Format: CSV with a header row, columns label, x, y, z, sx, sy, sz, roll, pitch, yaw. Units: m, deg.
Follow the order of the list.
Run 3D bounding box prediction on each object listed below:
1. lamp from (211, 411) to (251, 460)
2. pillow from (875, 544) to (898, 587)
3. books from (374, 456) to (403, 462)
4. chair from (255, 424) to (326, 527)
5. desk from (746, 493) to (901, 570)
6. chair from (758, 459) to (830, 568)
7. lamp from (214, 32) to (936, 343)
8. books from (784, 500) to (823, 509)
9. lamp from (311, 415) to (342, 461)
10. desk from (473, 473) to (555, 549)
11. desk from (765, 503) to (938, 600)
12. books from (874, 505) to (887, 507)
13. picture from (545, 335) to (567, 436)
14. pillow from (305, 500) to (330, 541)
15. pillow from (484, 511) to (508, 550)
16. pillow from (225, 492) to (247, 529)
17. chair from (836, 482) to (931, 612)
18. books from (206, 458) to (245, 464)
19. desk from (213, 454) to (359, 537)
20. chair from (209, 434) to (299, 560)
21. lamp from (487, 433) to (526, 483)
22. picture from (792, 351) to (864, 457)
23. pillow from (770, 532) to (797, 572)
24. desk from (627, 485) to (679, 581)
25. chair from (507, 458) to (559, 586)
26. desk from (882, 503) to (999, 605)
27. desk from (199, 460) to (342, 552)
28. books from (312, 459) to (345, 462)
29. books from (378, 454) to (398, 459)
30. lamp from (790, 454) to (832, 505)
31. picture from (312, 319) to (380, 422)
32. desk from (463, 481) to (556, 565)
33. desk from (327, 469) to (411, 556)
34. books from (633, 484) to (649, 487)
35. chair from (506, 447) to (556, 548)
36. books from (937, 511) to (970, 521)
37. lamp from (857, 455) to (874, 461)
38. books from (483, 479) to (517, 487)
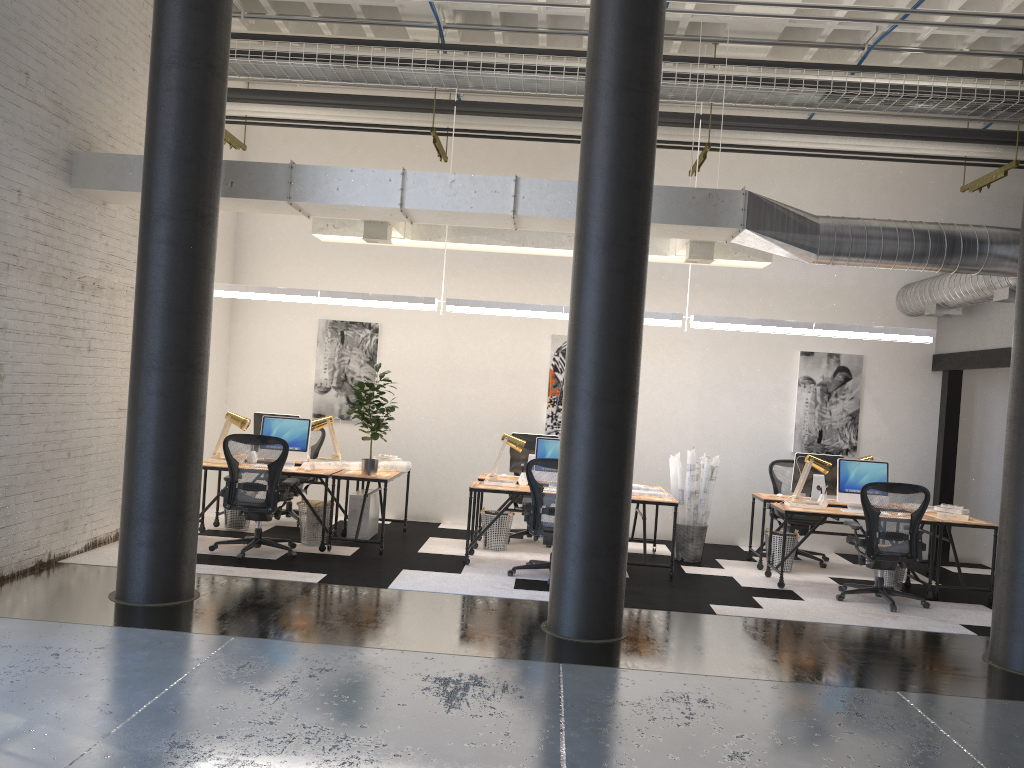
label,x,y,z,sx,sy,sz,roll,pitch,yaw
lamp,-2.718,0.500,8.597,0.344,0.470,0.126,4,1,2
pillow,3.634,1.754,8.602,0.239,0.406,0.119,4,1,3
books,-1.317,0.801,9.426,0.257,0.044,0.193,4,0,20
chair,-2.414,0.985,9.848,0.770,1.086,0.792,4,0,-14
desk,3.211,1.569,9.188,1.401,0.724,0.529,4,0,2
chair,3.149,1.389,9.674,0.770,1.086,0.792,4,0,-14
lamp,0.607,-2.039,8.929,7.301,2.865,0.226,4,1,2
books,2.778,1.152,8.456,0.309,0.038,0.225,4,0,3
lamp,-1.942,0.557,9.268,0.344,0.470,0.126,4,1,3
desk,0.322,1.370,9.269,1.401,0.724,0.529,4,0,2
desk,3.167,1.561,8.342,1.401,0.724,0.529,4,0,2
books,3.653,1.215,9.066,0.309,0.038,0.225,4,0,3
picture,0.794,0.032,10.475,0.731,1.183,0.049,4,1,2
pillow,-1.929,1.350,8.776,0.239,0.406,0.119,4,1,3
pillow,-0.167,1.494,9.013,0.239,0.406,0.119,4,1,3
pillow,-2.840,1.289,9.106,0.239,0.406,0.119,4,1,3
chair,3.254,1.387,7.852,0.770,1.086,0.792,4,0,-14
books,-2.785,0.747,8.630,0.309,0.038,0.225,4,0,3
desk,-2.352,1.164,9.362,1.401,0.724,0.529,4,0,2
chair,-2.309,0.982,8.026,0.770,1.086,0.792,4,0,-14
lamp,-0.045,0.706,8.506,0.344,0.470,0.127,4,1,3
picture,3.684,0.230,10.349,0.731,1.183,0.049,4,1,2
pillow,2.722,1.693,8.931,0.239,0.406,0.119,4,1,3
desk,1.268,1.433,8.810,0.529,0.724,1.401,4,0,3
chair,0.364,1.188,7.934,0.770,1.086,0.792,4,0,-14
desk,4.158,1.631,8.729,0.529,0.724,1.401,4,0,3
desk,-2.396,1.156,8.516,1.401,0.724,0.529,4,0,2
books,-1.910,0.811,9.240,0.309,0.038,0.225,4,0,3
books,-1.316,0.770,9.410,0.185,0.030,0.153,4,0,0
lamp,2.844,0.905,8.423,0.344,0.470,0.126,4,1,3
picture,-1.981,-0.159,10.596,0.731,1.183,0.049,4,1,2
desk,0.277,1.362,8.424,1.401,0.724,0.529,4,0,2
desk,-1.405,1.227,8.903,0.529,0.724,1.401,4,0,3
books,1.290,1.066,9.305,0.205,0.019,0.243,4,0,40
chair,0.259,1.190,9.756,0.770,1.086,0.792,4,0,-14
books,4.182,1.244,8.407,0.271,0.050,0.200,4,0,30
lamp,3.621,0.962,9.093,0.344,0.470,0.127,4,1,3
books,-0.112,0.953,8.537,0.309,0.038,0.225,4,0,3
